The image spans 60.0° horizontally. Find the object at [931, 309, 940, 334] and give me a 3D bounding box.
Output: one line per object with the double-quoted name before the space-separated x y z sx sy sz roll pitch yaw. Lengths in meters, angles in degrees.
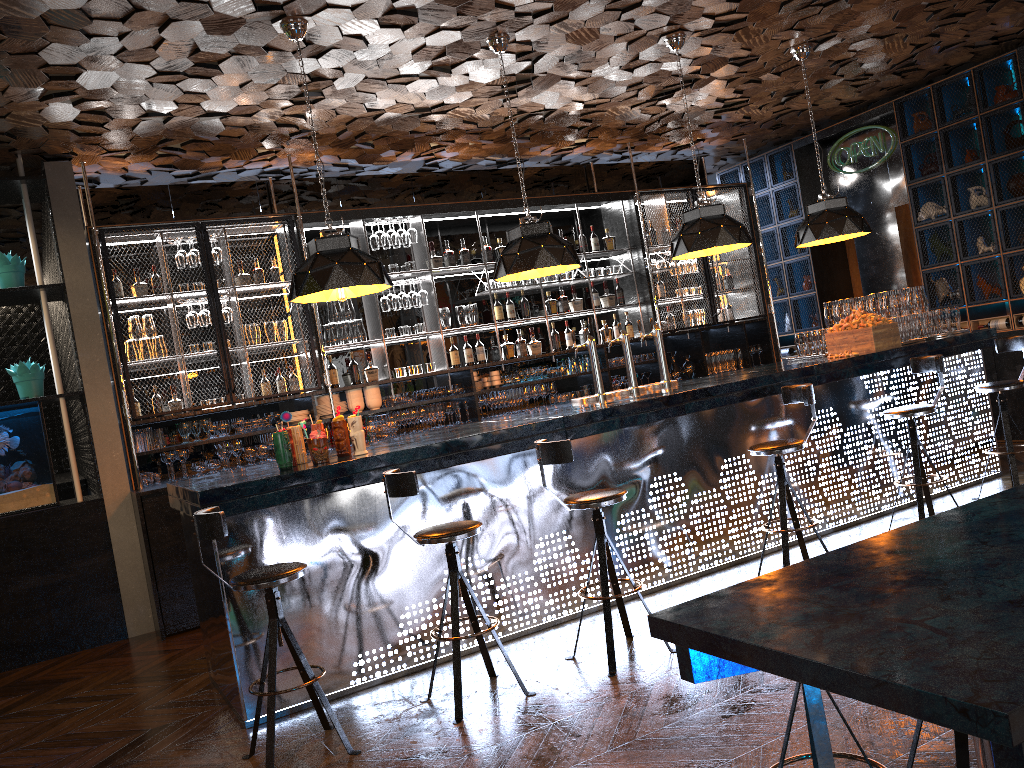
"object" 3.429 -0.494 7.163 0.105 0.209 0.105 -10 1 -3

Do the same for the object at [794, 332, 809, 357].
"object" 2.355 -0.311 7.205 0.105 0.209 0.105 -10 1 -3

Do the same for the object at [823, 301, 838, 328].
"object" 2.608 -0.569 7.266 0.105 0.209 0.105 -10 1 -3

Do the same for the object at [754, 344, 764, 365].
"object" 2.748 -0.324 9.856 0.101 0.227 0.101 -9 1 39

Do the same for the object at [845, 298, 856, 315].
"object" 2.747 -0.592 7.215 0.105 0.209 0.105 -10 1 -3

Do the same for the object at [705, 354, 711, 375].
"object" 2.076 -0.206 9.454 0.079 0.231 0.079 -10 1 8

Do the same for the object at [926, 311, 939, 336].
"object" 3.266 -0.465 6.923 0.105 0.209 0.105 -10 1 -3

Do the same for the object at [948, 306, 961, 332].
"object" 3.527 -0.510 7.080 0.105 0.209 0.105 -9 1 37

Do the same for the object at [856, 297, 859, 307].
"object" 2.944 -0.630 7.464 0.105 0.209 0.105 -10 1 -3

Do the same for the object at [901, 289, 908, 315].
"object" 3.068 -0.644 7.017 0.105 0.209 0.105 -10 1 -3

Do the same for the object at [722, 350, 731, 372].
"object" 2.322 -0.250 9.591 0.079 0.231 0.079 -10 1 -1

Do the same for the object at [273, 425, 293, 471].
"object" -1.179 0.324 4.552 0.086 0.237 0.084 -10 1 -9

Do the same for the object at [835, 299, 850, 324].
"object" 2.670 -0.578 7.168 0.105 0.209 0.105 -10 1 -3

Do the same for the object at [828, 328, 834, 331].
"object" 2.564 -0.344 7.045 0.105 0.209 0.105 -9 1 37

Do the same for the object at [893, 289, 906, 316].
"object" 2.966 -0.624 6.825 0.105 0.209 0.105 -10 1 -3

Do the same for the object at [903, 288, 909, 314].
"object" 3.163 -0.661 7.075 0.105 0.209 0.105 -10 1 -3

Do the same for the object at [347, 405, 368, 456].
"object" -0.832 0.248 4.753 0.081 0.264 0.099 -10 1 -7

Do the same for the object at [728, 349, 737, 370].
"object" 2.402 -0.265 9.631 0.079 0.231 0.079 -10 1 8

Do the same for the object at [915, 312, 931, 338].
"object" 3.176 -0.448 6.860 0.105 0.209 0.105 -10 1 -3

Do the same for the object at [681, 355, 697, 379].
"object" 1.879 -0.180 9.428 0.158 0.248 0.158 -10 1 -34

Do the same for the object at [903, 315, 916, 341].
"object" 3.025 -0.421 6.783 0.105 0.209 0.105 -10 1 -3

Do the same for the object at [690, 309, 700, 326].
"object" 1.984 -0.696 9.580 0.105 0.209 0.105 -11 1 -43

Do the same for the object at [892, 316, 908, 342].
"object" 2.934 -0.405 6.719 0.105 0.209 0.105 -10 1 -3

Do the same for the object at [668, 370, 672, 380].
"object" 1.570 -0.157 9.328 0.186 0.307 0.186 -10 1 -22

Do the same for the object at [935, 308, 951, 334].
"object" 3.428 -0.492 7.039 0.105 0.209 0.105 -9 1 37

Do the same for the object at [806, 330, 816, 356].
"object" 2.452 -0.329 7.265 0.105 0.209 0.105 -10 1 -3

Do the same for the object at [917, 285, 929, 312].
"object" 3.207 -0.667 6.966 0.105 0.209 0.105 -10 1 -3

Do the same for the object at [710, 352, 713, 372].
"object" 2.228 -0.238 9.838 0.079 0.231 0.079 -10 1 -2

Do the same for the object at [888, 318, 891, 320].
"object" 2.892 -0.399 6.827 0.105 0.209 0.105 -10 1 -3

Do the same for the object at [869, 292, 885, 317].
"object" 2.826 -0.601 6.877 0.105 0.209 0.105 -10 1 -3

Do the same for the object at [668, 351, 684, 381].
"object" 1.725 -0.187 9.411 0.170 0.313 0.170 -10 1 -34

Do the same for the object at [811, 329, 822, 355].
"object" 2.466 -0.329 7.128 0.105 0.209 0.105 -10 1 -3

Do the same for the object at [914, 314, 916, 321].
"object" 3.225 -0.459 7.025 0.105 0.209 0.105 -10 1 -3

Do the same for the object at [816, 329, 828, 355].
"object" 2.464 -0.327 7.004 0.105 0.209 0.105 -9 1 37

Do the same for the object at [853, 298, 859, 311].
"object" 2.849 -0.613 7.407 0.105 0.209 0.105 -10 1 -3

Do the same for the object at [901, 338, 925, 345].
"object" 2.940 -0.310 6.872 0.273 0.019 0.437 -10 1 -28

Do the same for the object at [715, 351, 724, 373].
"object" 2.236 -0.235 9.545 0.079 0.231 0.079 -9 1 38

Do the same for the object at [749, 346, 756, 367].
"object" 2.641 -0.305 9.753 0.101 0.227 0.101 -9 1 39

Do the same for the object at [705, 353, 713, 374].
"object" 2.153 -0.223 9.704 0.079 0.231 0.079 -10 1 4

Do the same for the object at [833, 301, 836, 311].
"object" 2.702 -0.586 7.324 0.105 0.209 0.105 -10 1 -3

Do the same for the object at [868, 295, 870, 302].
"object" 2.988 -0.636 7.355 0.105 0.209 0.105 -10 1 -3

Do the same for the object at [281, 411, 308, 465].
"object" -1.166 0.287 4.818 0.116 0.298 0.105 -10 1 3

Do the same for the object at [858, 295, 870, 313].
"object" 2.911 -0.622 7.308 0.105 0.209 0.105 -10 1 -3

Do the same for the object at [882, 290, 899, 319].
"object" 2.889 -0.610 6.779 0.105 0.209 0.105 -10 1 -3

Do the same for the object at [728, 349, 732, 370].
"object" 2.402 -0.266 9.733 0.079 0.231 0.079 -9 1 42

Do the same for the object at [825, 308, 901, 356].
"object" 2.654 -0.413 6.711 0.340 0.332 0.464 -10 1 -25

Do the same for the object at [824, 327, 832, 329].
"object" 2.617 -0.360 7.321 0.105 0.209 0.105 -10 1 -3

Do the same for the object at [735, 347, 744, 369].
"object" 2.491 -0.280 9.680 0.079 0.231 0.079 -10 1 -32

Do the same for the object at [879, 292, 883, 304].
"object" 2.921 -0.618 6.935 0.105 0.209 0.105 -10 1 -3

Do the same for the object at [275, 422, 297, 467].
"object" -1.199 0.320 4.705 0.078 0.246 0.084 -10 1 -30

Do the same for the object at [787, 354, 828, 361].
"object" 2.456 -0.231 7.121 0.273 0.019 0.437 -10 1 -28

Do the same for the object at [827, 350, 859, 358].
"object" 2.420 -0.215 6.464 0.198 0.045 0.377 -10 1 10

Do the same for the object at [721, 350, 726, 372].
"object" 2.318 -0.251 9.690 0.079 0.231 0.079 -10 1 -27

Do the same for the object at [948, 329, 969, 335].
"object" 3.419 -0.396 7.156 0.273 0.019 0.437 -10 1 -28

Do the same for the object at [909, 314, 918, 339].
"object" 3.133 -0.443 6.967 0.105 0.209 0.105 -10 1 -3

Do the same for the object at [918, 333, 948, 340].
"object" 3.181 -0.353 7.012 0.273 0.019 0.437 -10 1 -28

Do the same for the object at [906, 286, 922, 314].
"object" 3.130 -0.653 6.919 0.105 0.209 0.105 -10 1 -3

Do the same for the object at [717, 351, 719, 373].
"object" 2.242 -0.237 9.642 0.079 0.231 0.079 -10 1 -18

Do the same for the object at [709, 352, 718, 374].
"object" 2.164 -0.222 9.504 0.079 0.231 0.079 -10 1 -32
